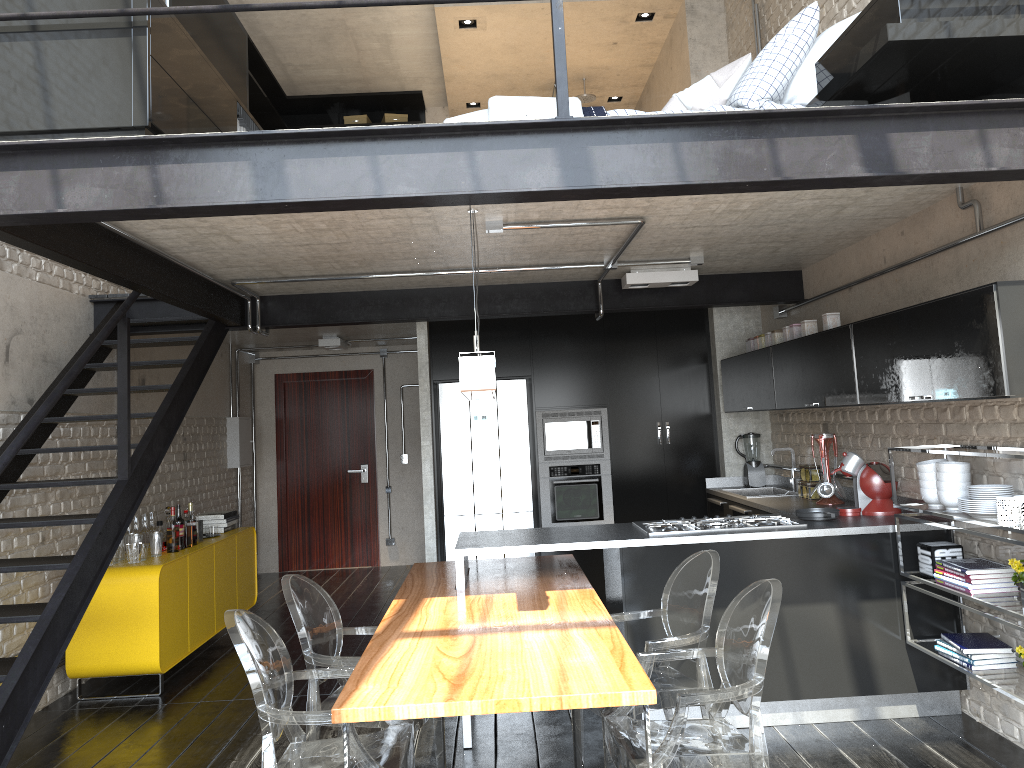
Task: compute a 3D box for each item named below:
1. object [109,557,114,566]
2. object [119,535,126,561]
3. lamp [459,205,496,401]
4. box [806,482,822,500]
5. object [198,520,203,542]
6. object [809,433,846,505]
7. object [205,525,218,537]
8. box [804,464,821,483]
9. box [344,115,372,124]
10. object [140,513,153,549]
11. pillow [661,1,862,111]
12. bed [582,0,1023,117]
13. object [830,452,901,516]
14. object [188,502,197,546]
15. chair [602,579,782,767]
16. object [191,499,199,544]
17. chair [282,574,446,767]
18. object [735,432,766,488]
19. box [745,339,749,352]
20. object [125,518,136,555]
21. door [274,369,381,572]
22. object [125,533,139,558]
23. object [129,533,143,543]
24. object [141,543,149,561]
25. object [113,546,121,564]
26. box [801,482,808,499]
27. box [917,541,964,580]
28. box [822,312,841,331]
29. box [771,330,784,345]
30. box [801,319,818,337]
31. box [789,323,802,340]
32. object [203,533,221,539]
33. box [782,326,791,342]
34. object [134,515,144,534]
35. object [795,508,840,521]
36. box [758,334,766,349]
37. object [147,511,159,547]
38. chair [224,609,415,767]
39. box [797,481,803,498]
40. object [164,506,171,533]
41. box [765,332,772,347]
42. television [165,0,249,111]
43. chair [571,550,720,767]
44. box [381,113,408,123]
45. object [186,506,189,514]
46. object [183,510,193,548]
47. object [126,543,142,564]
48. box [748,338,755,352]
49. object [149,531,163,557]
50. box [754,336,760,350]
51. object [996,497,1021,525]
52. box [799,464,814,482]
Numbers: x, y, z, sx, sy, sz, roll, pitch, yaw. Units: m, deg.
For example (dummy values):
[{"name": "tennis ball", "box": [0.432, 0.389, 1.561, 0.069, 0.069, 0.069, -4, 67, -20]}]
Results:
[{"name": "object", "box": [-2.493, 1.058, 5.440, 0.095, 0.120, 0.095, 1, -6, -39]}, {"name": "object", "box": [-2.530, 1.054, 5.697, 0.087, 0.156, 0.087, -4, -5, 11]}, {"name": "lamp", "box": [-0.148, -0.396, 3.547, 0.125, 0.895, 1.082, -3, -4, -1]}, {"name": "box", "box": [1.944, 0.690, 5.699, 0.081, 0.111, 0.080, -4, -5, 8]}, {"name": "object", "box": [-2.329, 1.069, 6.478, 0.052, 0.183, 0.134, -7, -7, 35]}, {"name": "object", "box": [1.924, 0.521, 5.432, 0.210, 0.429, 0.201, -4, -6, 13]}, {"name": "object", "box": [-2.356, 1.118, 6.837, 0.228, 0.108, 0.099, -5, -5, 26]}, {"name": "box", "box": [1.951, 0.581, 5.739, 0.081, 0.111, 0.080, -2, -5, -6]}, {"name": "box", "box": [-1.761, -2.971, 10.217, 0.263, 0.126, 0.399, -3, -3, 4]}, {"name": "object", "box": [-2.592, 1.038, 6.257, 0.092, 0.246, 0.092, 2, -8, -41]}, {"name": "pillow", "box": [1.314, -1.538, 5.098, 1.144, 0.737, 2.126, -3, -3, -3]}, {"name": "bed", "box": [0.682, -1.245, 5.267, 2.695, 0.846, 4.456, -3, -3, -1]}, {"name": "object", "box": [1.920, 0.535, 4.793, 0.350, 0.343, 0.219, -2, -5, -17]}, {"name": "object", "box": [-2.287, 0.995, 6.300, 0.081, 0.309, 0.080, -2, -6, -7]}, {"name": "chair", "box": [0.630, 1.145, 2.913, 0.590, 0.946, 0.536, -2, -5, -6]}, {"name": "object", "box": [-2.303, 0.992, 6.387, 0.073, 0.323, 0.072, -2, -6, -11]}, {"name": "chair", "box": [-0.617, 1.238, 3.543, 0.589, 0.946, 0.537, -4, -5, 8]}, {"name": "object", "box": [1.864, 0.593, 6.932, 0.223, 0.426, 0.161, -3, -6, -1]}, {"name": "box", "box": [1.777, -0.277, 6.540, 0.081, 0.111, 0.080, -3, -5, -1]}, {"name": "object", "box": [-2.601, 1.027, 6.002, 0.092, 0.246, 0.092, 2, -8, -41]}, {"name": "door", "box": [-2.098, 0.969, 10.091, 1.134, 2.230, 0.194, -3, -6, -2]}, {"name": "object", "box": [-2.489, 1.056, 5.788, 0.087, 0.156, 0.087, -4, -5, 11]}, {"name": "object", "box": [-2.427, 1.049, 5.713, 0.087, 0.156, 0.087, -4, -5, 11]}, {"name": "object", "box": [-2.356, 1.070, 5.620, 0.092, 0.100, 0.092, -6, -6, 36]}, {"name": "object", "box": [-2.501, 1.074, 5.546, 0.092, 0.100, 0.092, -6, -6, 36]}, {"name": "box", "box": [1.946, 0.693, 5.778, 0.081, 0.111, 0.080, -2, -5, -6]}, {"name": "box", "box": [1.993, 0.819, 4.111, 0.150, 0.151, 0.149, -3, -4, -1]}, {"name": "box", "box": [1.815, -0.347, 5.026, 0.081, 0.111, 0.080, -3, -5, -1]}, {"name": "box", "box": [1.788, -0.305, 5.925, 0.081, 0.111, 0.080, -3, -5, -1]}, {"name": "box", "box": [1.805, -0.331, 5.369, 0.081, 0.111, 0.080, -3, -5, -1]}, {"name": "box", "box": [1.797, -0.322, 5.561, 0.081, 0.111, 0.080, -3, -5, -1]}, {"name": "object", "box": [-2.385, 1.168, 6.770, 0.300, 0.012, 0.298, -2, -3, -21]}, {"name": "box", "box": [1.794, -0.316, 5.696, 0.081, 0.111, 0.080, -3, -5, -1]}, {"name": "object", "box": [-2.598, 1.032, 6.125, 0.092, 0.246, 0.092, 2, -8, -41]}, {"name": "object", "box": [1.600, 0.690, 4.652, 0.226, 0.050, 0.310, -4, -3, 27]}, {"name": "box", "box": [1.781, -0.292, 6.207, 0.081, 0.111, 0.080, -3, -5, -1]}, {"name": "object", "box": [-2.595, 1.044, 6.381, 0.092, 0.246, 0.092, 2, -8, -41]}, {"name": "chair", "box": [-0.633, 1.210, 2.904, 0.590, 0.946, 0.537, -3, -5, -1]}, {"name": "box", "box": [1.940, 0.697, 5.863, 0.081, 0.111, 0.080, -3, -5, 4]}, {"name": "object", "box": [-2.395, 1.001, 6.165, 0.114, 0.294, 0.114, -6, -6, 26]}, {"name": "box", "box": [1.785, -0.298, 6.071, 0.081, 0.111, 0.080, -3, -5, -1]}, {"name": "television", "box": [-1.602, -1.717, 4.634, 0.296, 0.867, 1.311, -3, -4, -1]}, {"name": "chair", "box": [0.587, 1.177, 3.576, 0.590, 0.946, 0.536, -1, -6, -16]}, {"name": "box", "box": [-1.365, -2.991, 10.228, 0.263, 0.126, 0.399, -2, -3, -16]}, {"name": "object", "box": [-2.472, 1.057, 6.779, 0.119, 0.241, 0.118, -4, -6, 15]}, {"name": "object", "box": [-2.277, 1.014, 6.182, 0.067, 0.259, 0.099, -3, -6, 4]}, {"name": "object", "box": [-2.354, 1.054, 5.514, 0.095, 0.120, 0.095, -4, -5, 16]}, {"name": "box", "box": [1.768, -0.280, 6.447, 0.081, 0.111, 0.080, -3, -5, -1]}, {"name": "object", "box": [-2.327, 1.048, 5.789, 0.087, 0.156, 0.087, -4, -5, 11]}, {"name": "box", "box": [1.776, -0.287, 6.302, 0.081, 0.111, 0.080, -3, -5, -1]}, {"name": "object", "box": [1.945, 0.495, 3.469, 0.082, 0.101, 0.108, -6, -5, 33]}, {"name": "box", "box": [1.948, 0.585, 5.824, 0.081, 0.111, 0.080, 0, -6, -26]}]
